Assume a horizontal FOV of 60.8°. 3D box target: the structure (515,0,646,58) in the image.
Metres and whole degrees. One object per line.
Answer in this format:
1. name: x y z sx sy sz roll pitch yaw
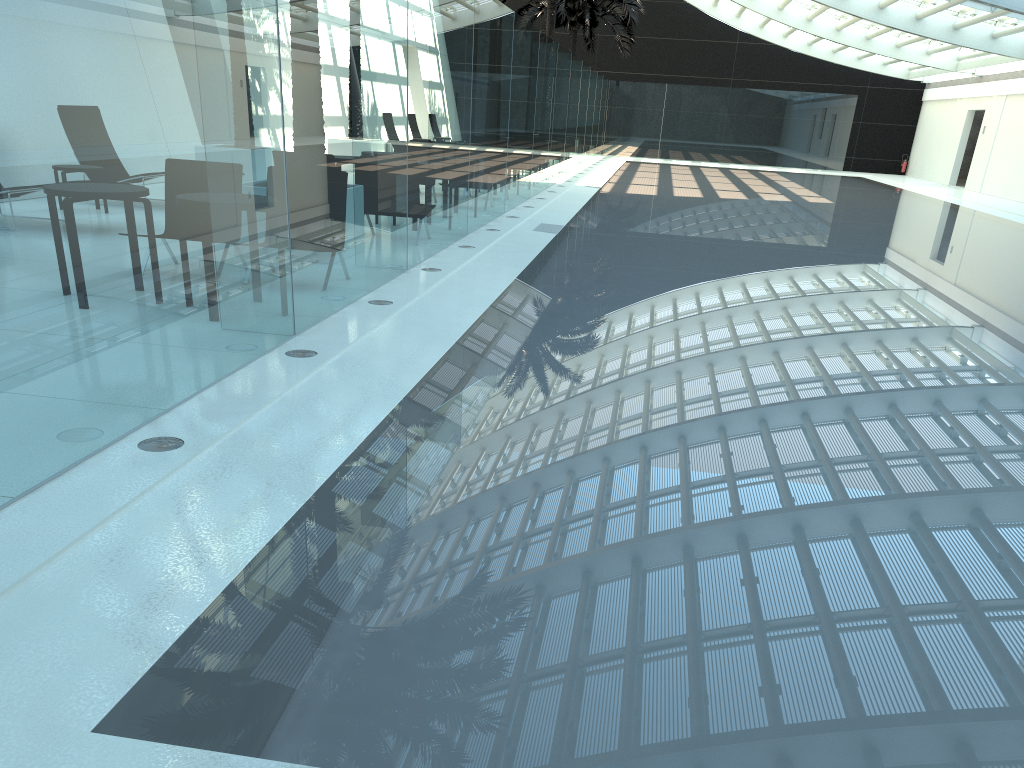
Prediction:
1. structure: 2.360 -12.100 31.671 4.452 7.457 4.510 -2 23 -13

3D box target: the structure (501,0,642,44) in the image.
1. structure: 1.061 -9.894 24.392 4.822 7.458 4.162 4 23 1
